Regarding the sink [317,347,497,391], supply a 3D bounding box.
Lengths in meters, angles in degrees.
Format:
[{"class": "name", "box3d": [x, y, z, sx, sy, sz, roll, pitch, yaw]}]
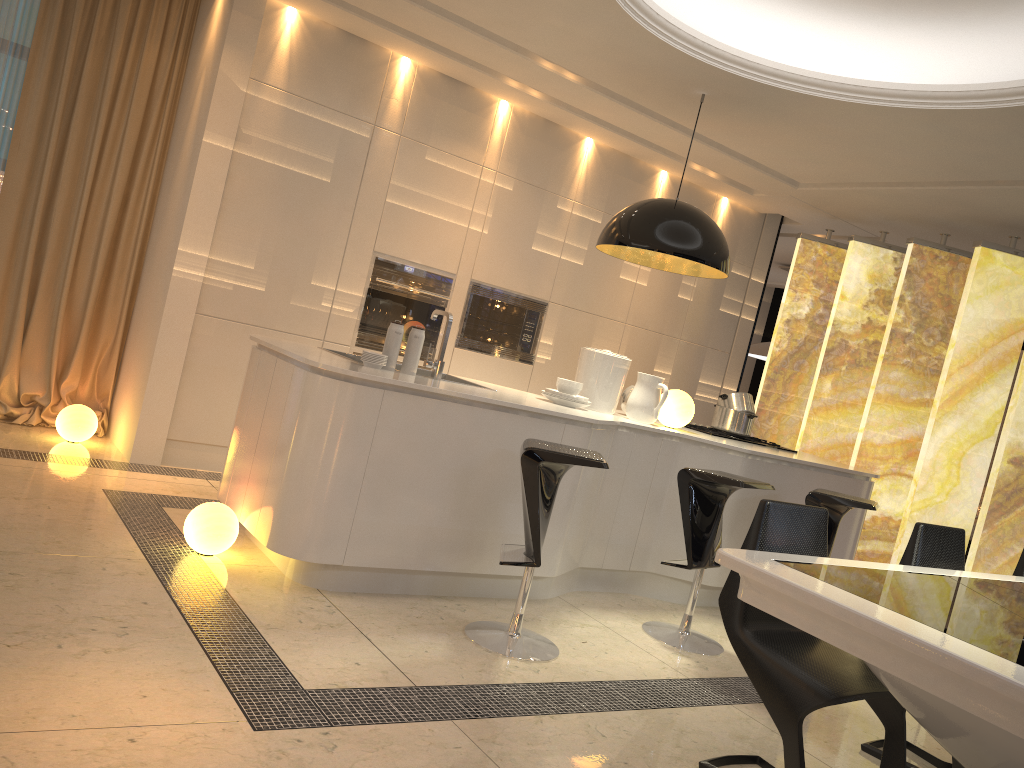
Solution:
[{"class": "sink", "box3d": [-0.517, 0.001, 4.242, 0.738, 0.152, 0.485, 12, 3, -35]}]

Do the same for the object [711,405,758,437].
[{"class": "object", "box3d": [1.377, 0.232, 5.531, 0.253, 0.147, 0.266, 14, 3, 8]}]

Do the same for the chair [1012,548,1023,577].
[{"class": "chair", "box3d": [2.286, 1.121, 3.589, 0.523, 0.858, 0.496, 12, 3, -35]}]

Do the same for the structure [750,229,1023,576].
[{"class": "structure", "box3d": [2.651, 0.218, 6.106, 0.448, 2.555, 2.180, 12, 3, -35]}]

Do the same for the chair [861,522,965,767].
[{"class": "chair", "box3d": [1.605, 0.976, 3.102, 0.523, 0.858, 0.496, 12, 3, -35]}]

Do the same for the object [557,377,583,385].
[{"class": "object", "box3d": [0.292, 0.008, 4.521, 0.138, 0.051, 0.138, 14, 3, 13]}]

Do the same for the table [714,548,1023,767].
[{"class": "table", "box3d": [1.963, 1.140, 2.563, 3.031, 0.759, 1.293, 12, 3, -35]}]

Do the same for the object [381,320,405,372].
[{"class": "object", "box3d": [-0.520, -0.169, 3.854, 0.071, 0.219, 0.071, 11, 4, -44]}]

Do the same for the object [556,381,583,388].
[{"class": "object", "box3d": [0.287, 0.025, 4.521, 0.138, 0.051, 0.138, 14, 3, 13]}]

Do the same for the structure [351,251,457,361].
[{"class": "structure", "box3d": [-0.802, -0.514, 5.792, 0.609, 0.597, 0.595, 12, 3, -35]}]

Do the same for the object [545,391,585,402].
[{"class": "object", "box3d": [0.275, 0.073, 4.524, 0.229, 0.016, 0.229, 14, 3, -5]}]

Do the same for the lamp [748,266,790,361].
[{"class": "lamp", "box3d": [3.138, -0.652, 9.063, 0.939, 0.995, 1.578, 12, 3, -35]}]

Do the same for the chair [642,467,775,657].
[{"class": "chair", "box3d": [0.875, 0.786, 4.047, 0.380, 0.789, 0.380, 16, 3, 38]}]

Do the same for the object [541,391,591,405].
[{"class": "object", "box3d": [0.272, 0.085, 4.524, 0.264, 0.033, 0.264, 15, 3, 24]}]

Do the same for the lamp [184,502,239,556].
[{"class": "lamp", "box3d": [-1.221, 0.587, 3.605, 0.212, 0.214, 0.213, 15, 3, 15]}]

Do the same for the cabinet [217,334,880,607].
[{"class": "cabinet", "box3d": [0.420, 0.591, 4.755, 3.752, 0.887, 1.046, 12, 3, -35]}]

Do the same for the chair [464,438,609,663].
[{"class": "chair", "box3d": [0.093, 0.622, 3.439, 0.380, 0.789, 0.380, 14, 3, -2]}]

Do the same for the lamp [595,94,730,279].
[{"class": "lamp", "box3d": [0.892, -1.076, 4.644, 0.710, 0.898, 0.710, 13, 3, -25]}]

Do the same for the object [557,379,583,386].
[{"class": "object", "box3d": [0.290, 0.013, 4.521, 0.138, 0.051, 0.138, 14, 3, 13]}]

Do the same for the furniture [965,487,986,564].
[{"class": "furniture", "box3d": [5.245, 1.584, 9.770, 1.107, 0.810, 1.312, 12, 3, -35]}]

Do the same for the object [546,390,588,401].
[{"class": "object", "box3d": [0.277, 0.064, 4.523, 0.229, 0.016, 0.229, 14, 3, -5]}]

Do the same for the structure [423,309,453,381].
[{"class": "structure", "box3d": [-0.369, -0.187, 4.045, 0.089, 0.310, 0.177, 12, 3, -35]}]

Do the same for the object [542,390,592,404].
[{"class": "object", "box3d": [0.274, 0.079, 4.524, 0.264, 0.033, 0.264, 15, 3, 24]}]

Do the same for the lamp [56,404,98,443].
[{"class": "lamp", "box3d": [-2.443, 0.221, 4.980, 0.212, 0.214, 0.213, 15, 3, 15]}]

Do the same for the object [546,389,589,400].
[{"class": "object", "box3d": [0.278, 0.059, 4.523, 0.229, 0.016, 0.229, 14, 3, -5]}]

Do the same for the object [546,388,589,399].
[{"class": "object", "box3d": [0.279, 0.055, 4.523, 0.229, 0.016, 0.229, 14, 3, -5]}]

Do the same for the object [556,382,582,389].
[{"class": "object", "box3d": [0.286, 0.030, 4.522, 0.138, 0.051, 0.138, 14, 3, 13]}]

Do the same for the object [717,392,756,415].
[{"class": "object", "box3d": [1.391, 0.147, 5.531, 0.256, 0.212, 0.249, 14, 3, 0]}]

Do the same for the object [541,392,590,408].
[{"class": "object", "box3d": [0.271, 0.091, 4.525, 0.264, 0.033, 0.264, 15, 3, 24]}]

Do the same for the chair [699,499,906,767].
[{"class": "chair", "box3d": [0.910, 0.828, 2.605, 0.523, 0.858, 0.496, 12, 3, -35]}]

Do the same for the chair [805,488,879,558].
[{"class": "chair", "box3d": [1.565, 0.936, 4.492, 0.380, 0.789, 0.380, 15, 3, 23]}]

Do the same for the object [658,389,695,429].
[{"class": "object", "box3d": [0.890, 0.136, 4.849, 0.212, 0.214, 0.213, 15, 3, 15]}]

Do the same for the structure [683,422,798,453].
[{"class": "structure", "box3d": [1.342, 0.311, 5.556, 0.811, 0.026, 0.502, 12, 3, -35]}]

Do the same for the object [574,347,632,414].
[{"class": "object", "box3d": [0.474, -0.024, 4.794, 0.288, 0.330, 0.288, 13, 3, -18]}]

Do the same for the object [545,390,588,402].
[{"class": "object", "box3d": [0.276, 0.068, 4.524, 0.229, 0.016, 0.229, 14, 3, -5]}]

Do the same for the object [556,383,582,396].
[{"class": "object", "box3d": [0.285, 0.036, 4.522, 0.138, 0.051, 0.138, 14, 3, 13]}]

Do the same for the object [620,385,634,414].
[{"class": "object", "box3d": [0.712, 0.106, 4.984, 0.211, 0.174, 0.211, 14, 3, 12]}]

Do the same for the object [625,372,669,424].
[{"class": "object", "box3d": [0.722, 0.079, 4.705, 0.211, 0.254, 0.183, 15, 3, 17]}]

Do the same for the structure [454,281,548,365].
[{"class": "structure", "box3d": [-0.183, -0.442, 6.207, 0.659, 0.450, 0.446, 12, 3, -35]}]

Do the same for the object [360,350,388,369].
[{"class": "object", "box3d": [-0.590, -0.102, 3.784, 0.111, 0.062, 0.111, 13, 3, -14]}]

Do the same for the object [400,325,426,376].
[{"class": "object", "box3d": [-0.434, -0.150, 3.915, 0.071, 0.219, 0.071, 15, 3, 31]}]

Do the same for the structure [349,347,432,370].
[{"class": "structure", "box3d": [-0.947, 0.077, 5.820, 0.609, 0.597, 0.595, 12, 3, -35]}]

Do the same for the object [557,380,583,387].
[{"class": "object", "box3d": [0.289, 0.019, 4.521, 0.138, 0.051, 0.138, 14, 3, 13]}]
